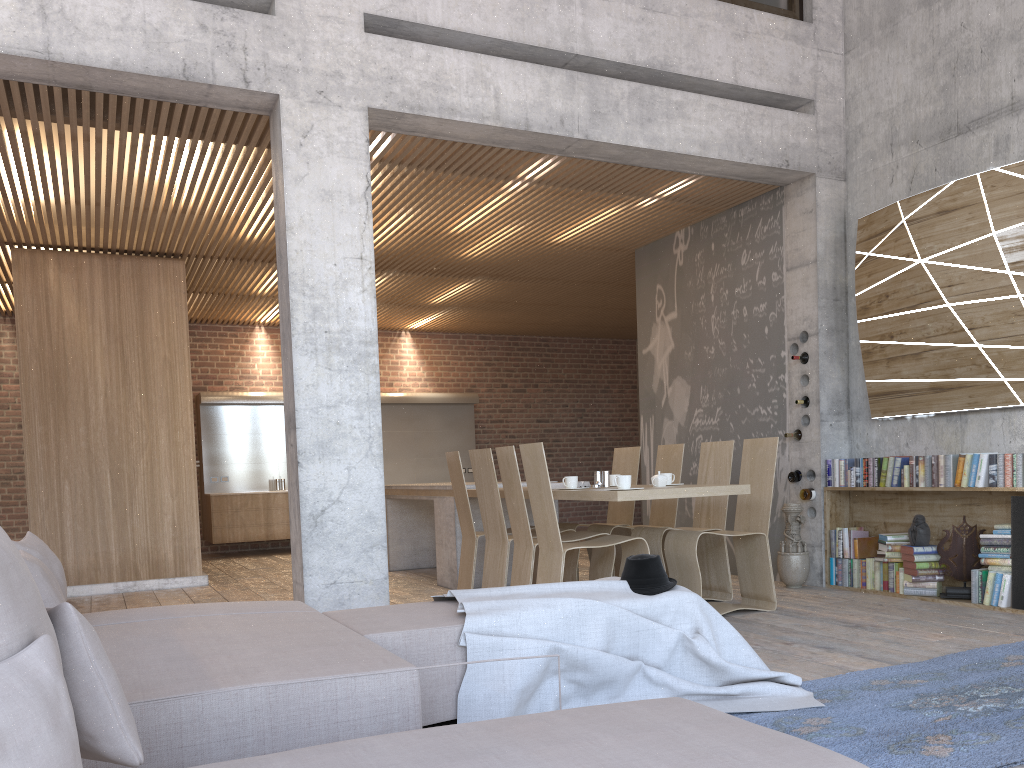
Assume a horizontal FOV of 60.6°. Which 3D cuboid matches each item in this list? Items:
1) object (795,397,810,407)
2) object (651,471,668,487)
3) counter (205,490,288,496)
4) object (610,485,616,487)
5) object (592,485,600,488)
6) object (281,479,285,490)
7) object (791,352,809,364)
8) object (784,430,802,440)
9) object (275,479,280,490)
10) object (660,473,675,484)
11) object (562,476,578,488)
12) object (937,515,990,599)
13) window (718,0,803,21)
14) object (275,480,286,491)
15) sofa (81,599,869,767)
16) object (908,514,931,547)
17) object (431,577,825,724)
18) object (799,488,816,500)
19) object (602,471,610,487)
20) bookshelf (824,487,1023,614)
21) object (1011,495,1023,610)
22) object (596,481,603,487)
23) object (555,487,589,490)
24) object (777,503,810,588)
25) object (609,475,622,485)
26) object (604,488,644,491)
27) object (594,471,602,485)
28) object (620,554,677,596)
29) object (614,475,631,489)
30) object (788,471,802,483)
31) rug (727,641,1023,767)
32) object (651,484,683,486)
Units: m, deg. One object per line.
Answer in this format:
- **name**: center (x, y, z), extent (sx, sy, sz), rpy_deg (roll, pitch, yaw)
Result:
- **object**: center (2.439, 0.146, 7.111), extent (0.346, 0.094, 0.094), rpy_deg (0, -2, -25)
- **object**: center (0.988, 0.640, 5.880), extent (0.122, 0.112, 0.089), rpy_deg (-1, -1, -34)
- **counter**: center (-2.249, 1.502, 12.641), extent (4.070, 0.020, 0.656), rpy_deg (1, -6, -25)
- **object**: center (0.767, 0.757, 6.512), extent (0.185, 0.014, 0.186), rpy_deg (-1, -6, -12)
- **object**: center (0.578, 0.702, 6.023), extent (0.050, 0.019, 0.051), rpy_deg (2, -6, -43)
- **object**: center (-3.201, 1.405, 12.260), extent (0.060, 0.160, 0.060), rpy_deg (-2, 2, -10)
- **object**: center (2.391, -0.208, 7.077), extent (0.334, 0.090, 0.090), rpy_deg (0, -2, -25)
- **object**: center (2.373, 0.418, 7.192), extent (0.337, 0.095, 0.095), rpy_deg (0, -2, -25)
- **object**: center (-3.265, 1.404, 12.229), extent (0.060, 0.160, 0.060), rpy_deg (-2, 2, -10)
- **object**: center (1.080, 0.670, 6.145), extent (0.093, 0.088, 0.117), rpy_deg (-3, -3, 29)
- **object**: center (0.405, 0.680, 6.027), extent (0.093, 0.088, 0.117), rpy_deg (-3, -3, 18)
- **object**: center (3.129, 1.189, 6.062), extent (0.344, 0.570, 0.195), rpy_deg (-2, 2, 24)
- **window**: center (-1.528, -3.115, 5.057), extent (8.420, 0.611, 0.113), rpy_deg (1, 1, -25)
- **object**: center (-3.234, 1.385, 12.243), extent (0.144, 0.211, 0.052), rpy_deg (-2, 2, -25)
- **sofa**: center (-0.347, 0.909, 2.845), extent (3.005, 0.786, 3.012), rpy_deg (0, -6, -25)
- **object**: center (2.901, 1.042, 6.246), extent (0.135, 0.229, 0.145), rpy_deg (-2, 1, -28)
- **object**: center (0.447, 1.123, 3.924), extent (1.595, 0.503, 1.048), rpy_deg (-2, -4, -7)
- **object**: center (2.485, 0.889, 7.105), extent (0.337, 0.095, 0.095), rpy_deg (0, -2, -25)
- **object**: center (0.648, 0.656, 6.054), extent (0.052, 0.112, 0.052), rpy_deg (-2, 1, 19)
- **bookshelf**: center (3.776, 0.945, 4.661), extent (0.302, 0.801, 5.348), rpy_deg (-3, -5, -26)
- **object**: center (3.343, 1.089, 5.600), extent (0.272, 0.762, 0.152), rpy_deg (-3, 3, -25)
- **object**: center (0.602, 0.687, 6.022), extent (0.051, 0.045, 0.051), rpy_deg (-2, -2, -7)
- **object**: center (0.411, 0.723, 6.042), extent (0.185, 0.014, 0.186), rpy_deg (2, -7, -39)
- **object**: center (2.266, 1.302, 7.069), extent (0.249, 0.684, 0.269), rpy_deg (-1, 2, 27)
- **object**: center (0.768, 0.718, 6.519), extent (0.093, 0.088, 0.117), rpy_deg (-3, -3, 39)
- **object**: center (0.687, 0.646, 5.369), extent (0.185, 0.014, 0.186), rpy_deg (2, -7, -39)
- **object**: center (0.597, 0.662, 6.082), extent (0.052, 0.110, 0.052), rpy_deg (-2, 1, 19)
- **object**: center (0.597, 0.855, 3.970), extent (0.298, 0.169, 0.303), rpy_deg (1, -5, -38)
- **object**: center (0.681, 0.603, 5.354), extent (0.093, 0.088, 0.117), rpy_deg (-3, -3, 18)
- **object**: center (2.446, 0.767, 7.273), extent (0.334, 0.090, 0.090), rpy_deg (0, -2, -25)
- **rug**: center (1.860, 1.296, 3.598), extent (2.912, 0.049, 1.168), rpy_deg (1, -6, -25)
- **object**: center (1.081, 0.708, 6.138), extent (0.185, 0.014, 0.186), rpy_deg (0, -6, -22)
